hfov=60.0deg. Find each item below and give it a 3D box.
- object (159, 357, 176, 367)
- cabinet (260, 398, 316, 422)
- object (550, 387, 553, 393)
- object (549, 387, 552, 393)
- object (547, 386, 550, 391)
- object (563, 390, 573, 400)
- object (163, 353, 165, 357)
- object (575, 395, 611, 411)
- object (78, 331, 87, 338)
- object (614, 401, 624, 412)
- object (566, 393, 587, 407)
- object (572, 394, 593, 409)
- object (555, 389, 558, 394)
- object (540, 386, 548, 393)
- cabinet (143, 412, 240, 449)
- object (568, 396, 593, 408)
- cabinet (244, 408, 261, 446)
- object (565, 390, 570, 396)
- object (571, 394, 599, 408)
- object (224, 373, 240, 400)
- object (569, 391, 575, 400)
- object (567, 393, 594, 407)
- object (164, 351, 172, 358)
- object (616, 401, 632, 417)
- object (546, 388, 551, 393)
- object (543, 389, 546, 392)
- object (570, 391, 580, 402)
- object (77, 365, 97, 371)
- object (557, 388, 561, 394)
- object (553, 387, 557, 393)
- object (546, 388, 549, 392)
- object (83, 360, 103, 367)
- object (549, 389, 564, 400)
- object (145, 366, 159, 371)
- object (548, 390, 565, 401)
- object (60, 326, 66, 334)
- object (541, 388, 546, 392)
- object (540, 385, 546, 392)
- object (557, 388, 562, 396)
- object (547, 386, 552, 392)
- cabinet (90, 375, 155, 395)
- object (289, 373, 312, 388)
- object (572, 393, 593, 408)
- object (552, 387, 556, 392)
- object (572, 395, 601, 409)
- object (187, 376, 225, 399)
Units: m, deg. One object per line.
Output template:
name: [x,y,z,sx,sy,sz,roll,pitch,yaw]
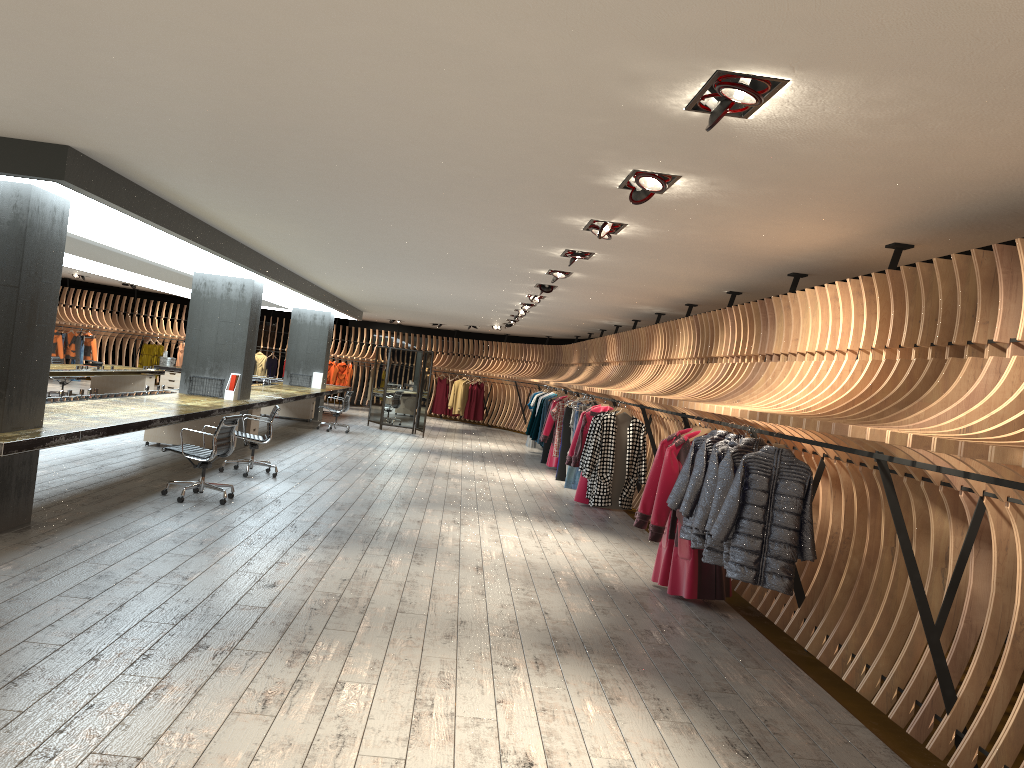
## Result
object: [-8.808,-0.562,22.670,0.303,0.239,0.498,7,0,-3]
cabinet: [-5.072,0.467,20.040,1.131,0.630,0.593,7,0,-3]
object: [0.863,0.199,18.940,0.525,0.270,0.012,7,0,2]
object: [0.853,0.196,19.149,0.525,0.270,0.012,7,0,-3]
object: [0.841,0.192,19.726,0.523,0.291,0.013,7,0,-8]
object: [1.043,0.248,15.853,0.525,0.270,0.012,7,0,7]
object: [-8.845,-0.739,22.528,0.062,0.109,0.062,7,0,-37]
object: [1.209,0.293,12.958,0.547,0.262,0.023,7,0,-2]
object: [-11.705,-1.396,24.080,0.549,0.243,0.023,7,0,-27]
object: [1.295,0.335,10.622,0.525,0.270,0.012,7,0,-3]
object: [1.126,0.267,13.964,0.549,0.250,0.023,7,0,-2]
object: [1.144,0.272,13.591,0.548,0.243,0.023,7,0,-32]
object: [0.921,0.213,17.796,0.525,0.270,0.012,7,0,-3]
object: [0.779,0.184,19.917,0.524,0.289,0.015,7,0,7]
cabinet: [-4.555,0.606,12.648,1.131,0.630,0.593,7,0,-3]
object: [1.144,0.269,13.698,0.549,0.243,0.023,7,0,3]
cabinet: [-4.627,0.583,13.999,1.131,0.630,0.593,7,0,-3]
object: [1.008,0.241,16.097,0.525,0.270,0.012,7,0,-3]
object: [1.169,0.283,13.471,0.548,0.256,0.023,7,0,23]
object: [-4.078,0.038,12.929,0.129,0.383,0.239,7,0,-3]
object: [1.057,0.256,15.204,0.525,0.270,0.012,7,0,-3]
object: [1.121,0.261,14.060,0.550,0.243,0.023,7,0,33]
object: [-8.746,-0.734,22.619,0.262,0.204,0.088,7,0,-4]
object: [1.324,0.341,10.442,0.525,0.270,0.012,7,0,-13]
object: [0.822,0.196,19.333,0.524,0.284,0.014,7,0,7]
object: [0.798,0.174,20.359,0.525,0.270,0.012,7,0,-18]
object: [1.061,0.266,14.991,0.524,0.286,0.015,7,0,-18]
object: [-7.738,-0.285,16.128,0.302,0.071,0.209,7,0,-8]
object: [0.944,0.219,17.686,0.525,0.270,0.012,7,0,-3]
object: [0.900,0.202,18.333,0.525,0.270,0.012,7,0,-3]
object: [0.813,0.183,19.811,0.525,0.270,0.012,7,0,2]
object: [-8.474,-0.417,17.946,0.261,0.111,0.373,7,1,-3]
object: [0.967,0.228,17.064,0.525,0.270,0.012,7,0,22]
object: [-7.926,-0.341,19.501,0.302,0.074,0.217,7,0,-9]
object: [0.967,0.230,16.883,0.525,0.270,0.012,7,0,2]
object: [-11.936,-1.419,23.534,0.023,0.243,0.549,7,0,-7]
object: [0.769,0.169,20.531,0.525,0.270,0.012,7,0,12]
object: [0.754,0.165,20.667,0.525,0.270,0.012,7,0,-13]
object: [0.945,0.221,17.362,0.525,0.270,0.012,7,0,7]
object: [0.830,0.184,19.506,0.525,0.270,0.012,7,0,-18]
cabinet: [-8.419,0.070,19.176,1.131,0.630,0.593,7,0,-3]
object: [-4.828,-0.076,20.246,0.459,0.289,0.329,7,0,0]
object: [1.131,0.264,13.855,0.548,0.243,0.023,7,0,-42]
object: [0.886,0.198,18.567,0.525,0.270,0.012,7,0,2]
object: [1.171,0.277,13.148,0.549,0.243,0.023,7,0,-2]
object: [-4.433,0.047,12.853,0.459,0.289,0.330,7,0,-5]
